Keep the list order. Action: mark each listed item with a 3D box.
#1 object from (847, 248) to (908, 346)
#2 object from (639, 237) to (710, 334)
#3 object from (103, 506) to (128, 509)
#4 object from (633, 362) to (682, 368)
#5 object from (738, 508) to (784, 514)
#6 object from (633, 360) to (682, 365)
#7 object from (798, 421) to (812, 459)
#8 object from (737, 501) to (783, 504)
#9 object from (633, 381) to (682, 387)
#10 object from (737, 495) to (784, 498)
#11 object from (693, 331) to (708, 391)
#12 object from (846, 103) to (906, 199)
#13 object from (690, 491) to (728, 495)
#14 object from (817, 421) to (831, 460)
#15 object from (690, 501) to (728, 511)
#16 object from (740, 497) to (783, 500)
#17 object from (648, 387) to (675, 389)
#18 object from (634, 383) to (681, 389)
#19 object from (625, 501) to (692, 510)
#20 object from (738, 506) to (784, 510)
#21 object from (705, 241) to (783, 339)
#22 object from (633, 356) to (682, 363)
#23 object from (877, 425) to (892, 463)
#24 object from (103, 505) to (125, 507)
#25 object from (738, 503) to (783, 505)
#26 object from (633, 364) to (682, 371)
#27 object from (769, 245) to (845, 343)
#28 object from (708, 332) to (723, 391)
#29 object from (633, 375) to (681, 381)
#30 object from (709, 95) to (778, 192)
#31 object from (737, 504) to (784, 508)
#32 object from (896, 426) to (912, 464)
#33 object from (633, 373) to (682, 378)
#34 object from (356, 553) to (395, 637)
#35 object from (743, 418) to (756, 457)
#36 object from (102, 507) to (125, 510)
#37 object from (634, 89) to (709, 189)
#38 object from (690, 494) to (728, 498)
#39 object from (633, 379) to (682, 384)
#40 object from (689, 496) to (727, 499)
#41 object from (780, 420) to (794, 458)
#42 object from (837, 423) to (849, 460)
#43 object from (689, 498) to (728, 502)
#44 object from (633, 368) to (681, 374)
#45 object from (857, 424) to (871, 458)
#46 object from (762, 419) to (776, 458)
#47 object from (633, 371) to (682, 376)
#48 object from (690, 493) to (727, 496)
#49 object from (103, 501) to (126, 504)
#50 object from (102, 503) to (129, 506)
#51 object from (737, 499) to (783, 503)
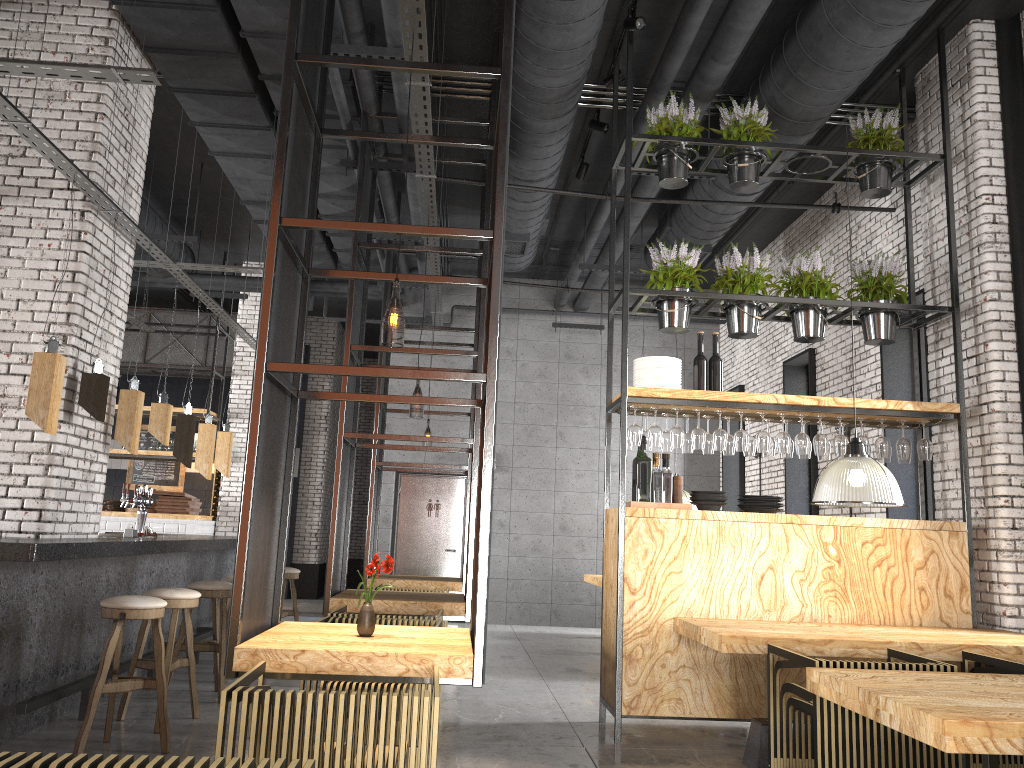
[{"bbox_3d":[2.637,-0.571,6.394,0.416,0.561,0.465,-1,-11,16],"label":"object"},{"bbox_3d":[1.157,-0.648,6.311,0.415,0.561,0.466,10,-13,-37],"label":"object"},{"bbox_3d":[-5.312,1.630,11.726,0.457,0.019,0.406,9,-12,-34],"label":"object"},{"bbox_3d":[1.016,-0.105,6.202,0.334,0.044,0.334,9,-12,-32],"label":"object"},{"bbox_3d":[1.691,0.873,6.041,0.305,0.035,0.305,-4,-12,34],"label":"object"},{"bbox_3d":[1.017,-0.124,6.205,0.334,0.039,0.334,8,-11,-28],"label":"object"},{"bbox_3d":[2.079,0.398,6.310,0.101,0.268,0.100,-5,-13,33],"label":"object"},{"bbox_3d":[1.694,0.824,6.050,0.305,0.042,0.305,-7,-13,43],"label":"object"},{"bbox_3d":[1.011,0.025,6.176,0.334,0.037,0.334,10,-12,-36],"label":"object"},{"bbox_3d":[1.696,0.784,6.059,0.305,0.040,0.305,6,-10,-20],"label":"object"},{"bbox_3d":[1.324,-0.135,6.227,0.098,0.473,0.098,8,-12,-25],"label":"object"},{"bbox_3d":[2.697,-1.676,6.585,0.416,0.561,0.465,1,-10,7],"label":"object"},{"bbox_3d":[1.344,0.765,6.058,0.257,0.077,0.256,-4,-12,34],"label":"object"},{"bbox_3d":[2.217,0.405,6.317,0.101,0.268,0.100,-5,-13,33],"label":"object"},{"bbox_3d":[1.339,0.842,6.043,0.257,0.068,0.256,2,-10,4],"label":"object"},{"bbox_3d":[1.694,0.798,6.056,0.305,0.049,0.305,-1,-11,22],"label":"object"},{"bbox_3d":[1.009,0.064,6.169,0.334,0.033,0.334,-4,-12,34],"label":"object"},{"bbox_3d":[1.010,0.044,6.174,0.334,0.046,0.333,6,-11,-22],"label":"object"},{"bbox_3d":[0.973,0.844,6.071,0.411,0.050,0.410,3,-10,-4],"label":"object"},{"bbox_3d":[1.691,0.862,6.042,0.306,0.041,0.305,0,-10,14],"label":"object"},{"bbox_3d":[1.657,-0.616,6.375,0.467,0.561,0.415,4,-11,-9],"label":"object"},{"bbox_3d":[1.018,-0.143,6.209,0.334,0.039,0.334,8,-11,-29],"label":"object"},{"bbox_3d":[2.658,0.428,6.341,0.101,0.268,0.100,-3,-12,27],"label":"object"},{"bbox_3d":[-5.337,1.610,11.713,0.407,0.019,0.456,1,-10,10],"label":"object"},{"bbox_3d":[1.691,0.839,6.047,0.305,0.047,0.305,-7,-14,44],"label":"object"},{"bbox_3d":[1.015,-0.086,6.198,0.334,0.041,0.334,9,-12,-33],"label":"object"},{"bbox_3d":[2.134,-0.590,6.408,0.416,0.561,0.466,-7,-14,42],"label":"object"},{"bbox_3d":[1.431,-0.129,6.232,0.098,0.473,0.098,8,-12,-25],"label":"object"},{"bbox_3d":[1.012,-0.013,6.184,0.334,0.039,0.334,10,-12,-36],"label":"object"},{"bbox_3d":[1.714,-1.722,6.557,0.466,0.561,0.415,-8,-15,44],"label":"object"},{"bbox_3d":[1.692,0.847,6.045,0.306,0.044,0.304,3,-10,-2],"label":"object"},{"bbox_3d":[2.805,0.436,6.349,0.101,0.268,0.100,-3,-12,27],"label":"object"},{"bbox_3d":[1.013,-0.032,6.187,0.334,0.041,0.333,-1,-10,19],"label":"object"},{"bbox_3d":[-0.598,0.924,3.902,0.156,0.356,0.170,-8,-15,44],"label":"object"},{"bbox_3d":[1.681,0.377,6.288,0.101,0.268,0.100,-5,-13,33],"label":"object"},{"bbox_3d":[-5.306,1.646,11.723,0.458,0.019,0.405,-2,-11,25],"label":"object"},{"bbox_3d":[1.191,-1.744,6.563,0.467,0.561,0.415,8,-12,-28],"label":"object"},{"bbox_3d":[1.342,0.794,6.052,0.256,0.072,0.256,8,-11,-31],"label":"object"},{"bbox_3d":[1.011,0.006,6.180,0.334,0.040,0.334,10,-13,-39],"label":"object"},{"bbox_3d":[1.341,0.812,6.049,0.257,0.076,0.256,-2,-11,22],"label":"object"},{"bbox_3d":[1.952,0.391,6.303,0.101,0.268,0.100,-5,-13,33],"label":"object"},{"bbox_3d":[2.364,0.413,6.325,0.101,0.268,0.100,-3,-12,27],"label":"object"},{"bbox_3d":[1.340,0.819,6.048,0.257,0.076,0.256,3,-10,-3],"label":"object"},{"bbox_3d":[1.014,-0.067,6.194,0.334,0.043,0.334,6,-10,-19],"label":"object"},{"bbox_3d":[2.511,0.420,6.333,0.101,0.268,0.100,-3,-12,27],"label":"object"},{"bbox_3d":[1.821,0.385,6.295,0.101,0.268,0.100,-5,-13,33],"label":"object"},{"bbox_3d":[1.013,-0.048,6.190,0.334,0.039,0.333,2,-10,5],"label":"object"},{"bbox_3d":[1.342,0.790,6.053,0.257,0.072,0.256,3,-10,-3],"label":"object"},{"bbox_3d":[-5.299,1.567,11.738,0.458,0.019,0.405,-3,-11,30],"label":"object"},{"bbox_3d":[-5.321,1.597,11.728,0.406,0.019,0.457,-5,-13,39],"label":"object"},{"bbox_3d":[1.694,0.810,6.053,0.306,0.038,0.305,3,-10,-2],"label":"object"}]
